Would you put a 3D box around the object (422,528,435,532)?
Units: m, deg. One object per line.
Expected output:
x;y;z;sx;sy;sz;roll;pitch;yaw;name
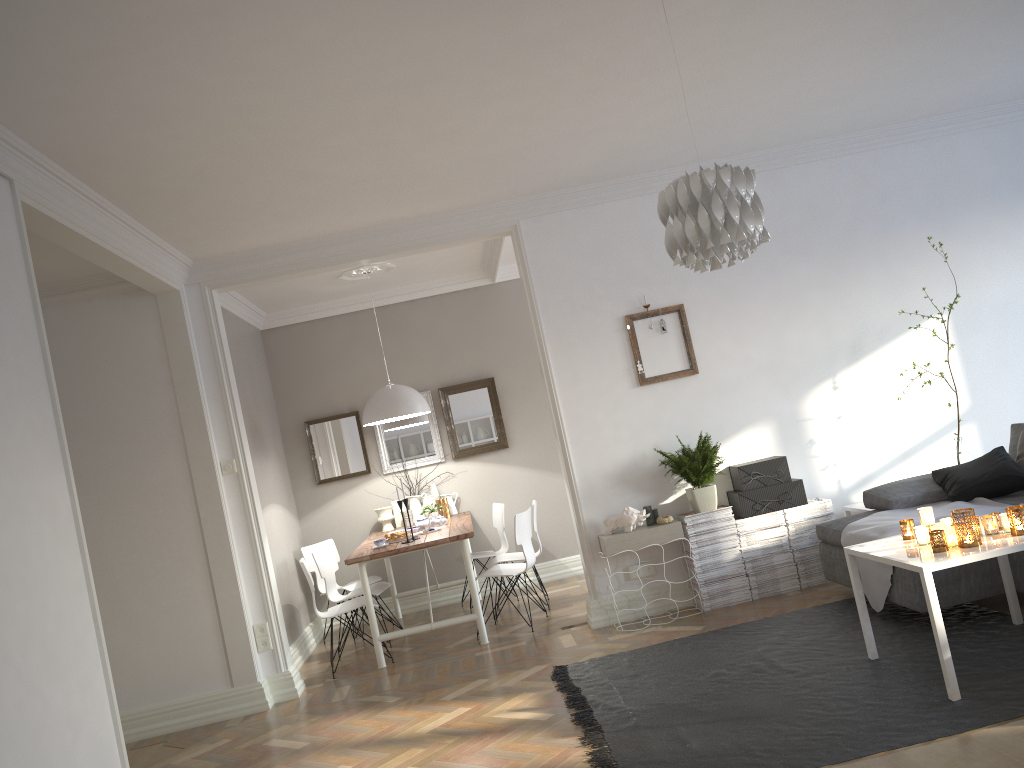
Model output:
-0.597;1.068;6.459;0.100;0.025;0.066;-10;-4;-27;object

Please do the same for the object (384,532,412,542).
-0.833;1.084;6.311;0.197;0.063;0.189;-10;-4;-34;object

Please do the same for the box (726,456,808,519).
1.601;0.644;5.611;0.419;0.315;0.298;-12;-3;-4;box

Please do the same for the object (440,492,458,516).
-0.538;1.041;7.671;0.116;0.194;0.135;-14;-3;26;object

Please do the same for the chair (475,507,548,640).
-0.042;1.306;6.169;0.479;0.785;0.431;-13;-3;16;chair

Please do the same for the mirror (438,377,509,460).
-0.339;0.302;7.783;0.503;0.636;0.049;-12;-3;-4;mirror

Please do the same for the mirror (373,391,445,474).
-0.917;0.422;7.750;0.544;0.632;0.047;-12;-3;-4;mirror

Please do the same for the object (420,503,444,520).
-0.659;1.064;7.349;0.169;0.162;0.177;-14;-4;37;object

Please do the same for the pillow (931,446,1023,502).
2.566;0.509;4.872;0.421;0.248;0.401;-13;-3;16;pillow

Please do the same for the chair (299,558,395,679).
-1.133;1.533;6.042;0.478;0.785;0.432;-11;-3;-14;chair

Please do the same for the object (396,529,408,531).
-0.840;1.108;6.720;0.020;0.003;0.194;-10;-4;-36;object

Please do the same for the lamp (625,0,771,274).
0.628;-0.935;3.139;0.355;1.064;0.354;-14;-3;38;lamp

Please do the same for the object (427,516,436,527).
-0.627;1.067;6.885;0.072;0.086;0.087;-10;-4;-39;object

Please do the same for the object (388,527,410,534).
-0.826;1.147;6.928;0.286;0.019;0.287;-10;-4;-31;object

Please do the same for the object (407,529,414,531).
-0.747;1.098;6.577;0.084;0.039;0.083;-9;-4;-39;object

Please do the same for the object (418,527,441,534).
-0.602;1.074;6.469;0.179;0.014;0.180;-9;-4;-39;object

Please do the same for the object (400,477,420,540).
-0.726;0.857;6.126;0.095;0.448;0.095;-12;-3;-9;object

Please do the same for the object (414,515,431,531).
-0.677;1.053;6.747;0.143;0.118;0.124;-12;-3;0;object

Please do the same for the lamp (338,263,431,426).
-1.005;-0.309;6.830;0.530;1.181;0.530;-12;-3;3;lamp

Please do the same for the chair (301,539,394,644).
-1.343;1.649;7.197;0.480;0.785;0.431;-14;-3;27;chair

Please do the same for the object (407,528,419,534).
-0.745;1.098;6.578;0.129;0.038;0.129;-12;-3;-4;object

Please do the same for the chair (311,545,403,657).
-1.153;1.574;6.643;0.479;0.785;0.432;-12;-3;6;chair

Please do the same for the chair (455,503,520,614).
-0.235;1.417;7.313;0.478;0.785;0.432;-11;-3;-14;chair

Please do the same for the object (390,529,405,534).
-0.858;1.130;6.700;0.129;0.038;0.129;-12;-3;1;object

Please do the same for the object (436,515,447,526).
-0.548;1.047;6.828;0.090;0.086;0.090;-15;-4;41;object

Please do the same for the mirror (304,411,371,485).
-1.512;0.554;7.704;0.474;0.557;0.052;-12;-3;-4;mirror

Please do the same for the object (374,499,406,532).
-1.030;1.124;7.578;0.173;0.228;0.310;-14;-4;39;object

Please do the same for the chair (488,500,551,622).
0.035;1.323;6.731;0.479;0.785;0.432;-12;-3;1;chair

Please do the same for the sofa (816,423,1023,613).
2.603;0.637;3.974;1.554;0.772;2.634;-12;-3;-4;sofa

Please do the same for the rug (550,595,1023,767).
1.284;1.277;3.965;2.111;0.055;2.017;-12;-3;-4;rug

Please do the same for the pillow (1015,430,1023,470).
2.905;0.383;4.809;0.324;0.402;0.430;-11;-3;-17;pillow

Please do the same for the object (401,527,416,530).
-0.830;1.144;6.931;0.194;0.022;0.201;-13;-4;16;object

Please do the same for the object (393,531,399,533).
-0.866;1.131;6.709;0.073;0.037;0.057;-14;-4;34;object

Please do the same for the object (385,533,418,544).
-0.807;1.106;6.322;0.287;0.019;0.287;-11;-4;-16;object

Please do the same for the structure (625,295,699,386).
0.962;-0.308;5.763;0.398;0.574;0.053;-12;-3;-7;structure

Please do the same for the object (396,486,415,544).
-0.745;0.881;6.018;0.095;0.396;0.095;-12;-3;-9;object
